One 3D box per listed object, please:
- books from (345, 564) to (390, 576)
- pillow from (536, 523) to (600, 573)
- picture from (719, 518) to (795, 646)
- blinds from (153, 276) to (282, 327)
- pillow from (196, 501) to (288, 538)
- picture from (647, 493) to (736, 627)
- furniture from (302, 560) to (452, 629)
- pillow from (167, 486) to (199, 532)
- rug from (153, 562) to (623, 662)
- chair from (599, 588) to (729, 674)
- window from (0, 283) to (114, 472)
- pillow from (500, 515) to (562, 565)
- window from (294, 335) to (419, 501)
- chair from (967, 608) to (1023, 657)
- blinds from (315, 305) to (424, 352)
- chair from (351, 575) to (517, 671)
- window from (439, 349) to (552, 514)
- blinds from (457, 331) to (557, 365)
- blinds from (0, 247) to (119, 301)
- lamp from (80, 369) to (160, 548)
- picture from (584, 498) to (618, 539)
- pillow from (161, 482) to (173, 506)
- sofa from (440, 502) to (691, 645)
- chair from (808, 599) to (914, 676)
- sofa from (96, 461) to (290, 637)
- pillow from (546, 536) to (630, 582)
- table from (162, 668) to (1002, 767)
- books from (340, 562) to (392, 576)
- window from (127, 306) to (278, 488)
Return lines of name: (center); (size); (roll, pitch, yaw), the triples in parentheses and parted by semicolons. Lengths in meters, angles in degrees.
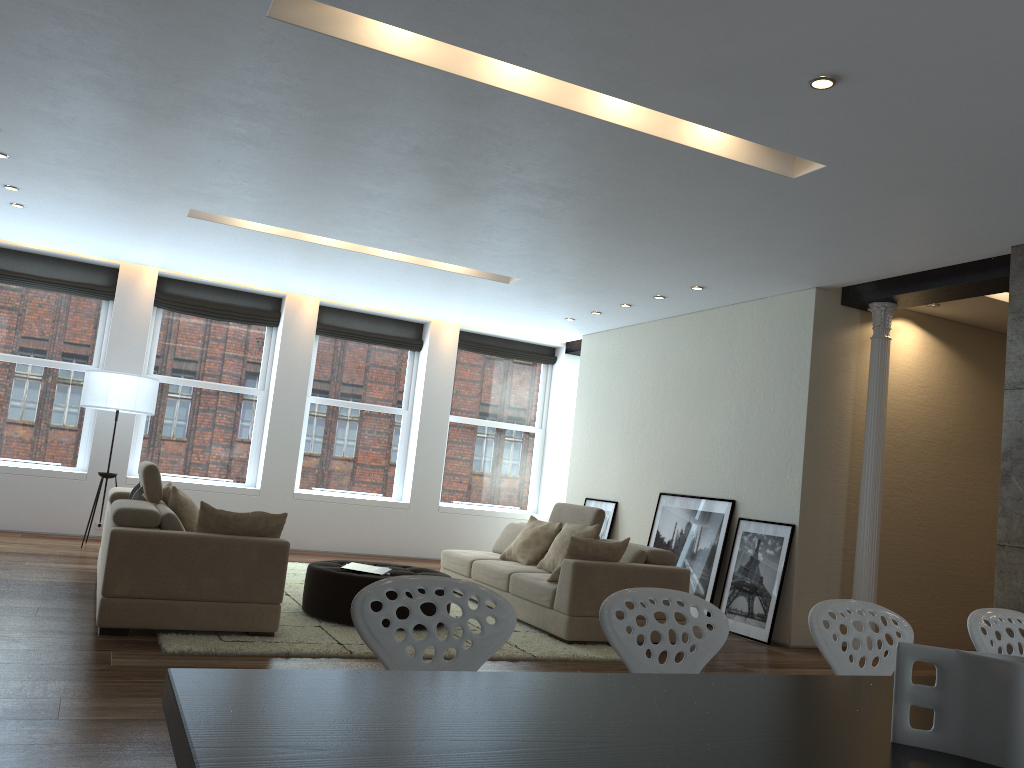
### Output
books: (-1.008, 1.297, 6.189); (0.300, 0.031, 0.219); (7, -6, -9)
pillow: (0.458, 1.344, 7.298); (0.301, 0.439, 0.534); (9, -7, -28)
picture: (2.061, 1.658, 7.569); (0.195, 0.988, 0.700); (9, -7, -24)
blinds: (-3.481, -0.962, 10.546); (1.439, 0.424, 0.156); (9, -7, -24)
pillow: (-1.689, 0.935, 5.484); (0.518, 0.393, 0.395); (9, -7, -21)
picture: (1.627, 1.636, 8.496); (0.225, 1.140, 1.183); (9, -7, -24)
furniture: (-0.965, 1.505, 6.409); (1.057, 0.355, 1.057); (9, -7, -22)
pillow: (-2.221, 0.919, 6.077); (0.301, 0.439, 0.534); (9, -7, -21)
rug: (-1.377, 1.732, 7.178); (2.972, 0.020, 4.231); (9, -7, -24)
chair: (0.486, 0.986, 2.263); (0.495, 0.835, 0.581); (9, -7, -24)
window: (-5.271, -0.225, 9.739); (1.432, 2.400, 0.123); (9, -7, -24)
pillow: (0.182, 1.386, 7.857); (0.368, 0.416, 0.519); (10, -7, -29)
window: (-1.958, 0.300, 11.250); (1.443, 2.400, 0.123); (9, -7, -24)
chair: (1.788, 1.191, 2.842); (0.495, 0.835, 0.581); (9, -7, -24)
blinds: (-1.822, -0.706, 11.302); (1.442, 0.393, 0.156); (9, -7, -24)
chair: (-0.132, 0.886, 1.960); (0.495, 0.835, 0.581); (9, -7, -24)
window: (-0.245, 0.572, 12.031); (1.563, 2.400, 0.123); (9, -7, -24)
blinds: (-0.102, -0.488, 12.090); (1.563, 0.275, 0.156); (9, -7, -24)
blinds: (-5.129, -1.232, 9.778); (1.431, 0.395, 0.183); (9, -7, -24)
lamp: (-4.031, 0.762, 8.891); (0.698, 1.728, 0.698); (6, -6, -1)
picture: (0.894, 1.804, 10.083); (0.195, 0.988, 0.700); (9, -7, -24)
pillow: (-2.473, 0.964, 6.646); (0.368, 0.416, 0.519); (8, -7, -20)
sofa: (0.325, 1.484, 7.508); (1.021, 0.950, 2.581); (9, -7, -24)
chair: (1.154, 1.091, 2.558); (0.495, 0.835, 0.581); (9, -7, -24)
sofa: (-2.329, 1.063, 6.299); (1.021, 0.950, 2.581); (9, -7, -24)
pillow: (0.561, 1.292, 6.509); (0.518, 0.393, 0.395); (9, -7, -28)
table: (1.177, 1.039, 1.572); (3.400, 0.733, 1.200); (9, -7, -24)
books: (-1.011, 1.286, 6.164); (0.301, 0.040, 0.220); (5, -6, 10)
window: (-3.617, 0.037, 10.493); (1.442, 2.400, 0.123); (9, -7, -24)
